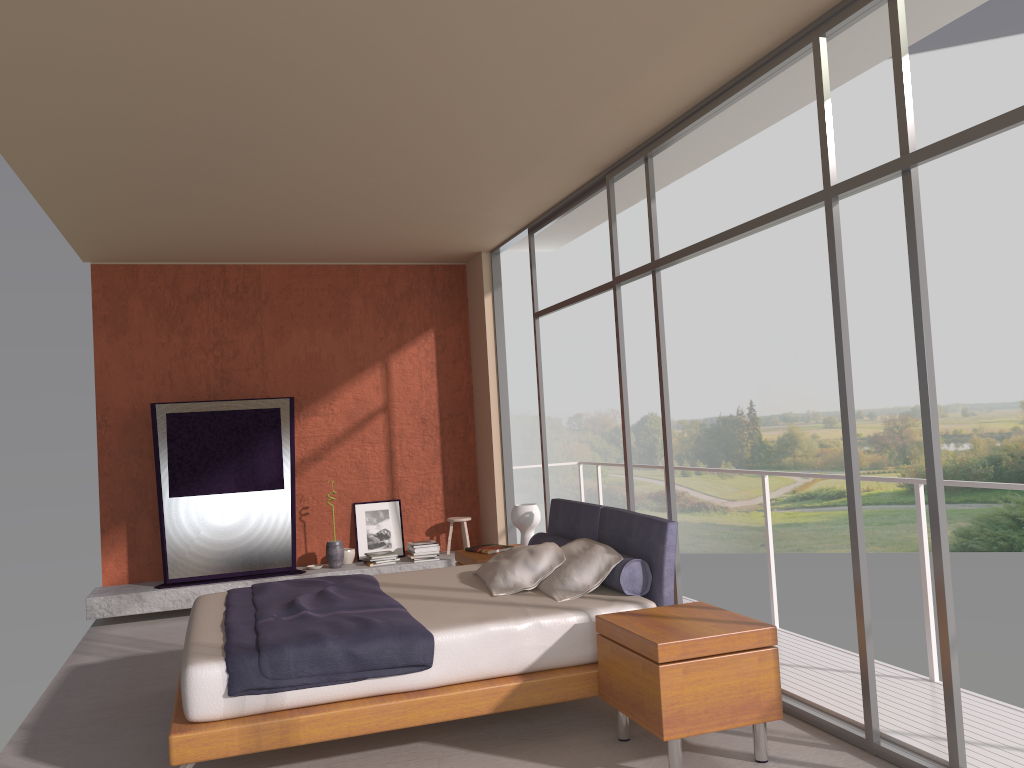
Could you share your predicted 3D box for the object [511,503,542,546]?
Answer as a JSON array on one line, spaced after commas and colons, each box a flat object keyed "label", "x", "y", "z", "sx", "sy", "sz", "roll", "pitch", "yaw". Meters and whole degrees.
[{"label": "object", "x": 0.109, "y": 1.030, "z": 6.329, "sx": 0.224, "sy": 0.338, "sz": 0.224, "roll": -3, "pitch": -3, "yaw": -7}]

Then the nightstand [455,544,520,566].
[{"label": "nightstand", "x": -0.052, "y": 1.496, "z": 6.437, "sx": 0.562, "sy": 0.556, "sz": 0.628, "roll": -2, "pitch": -3, "yaw": -18}]

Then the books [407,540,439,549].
[{"label": "books", "x": -0.839, "y": 1.511, "z": 8.357, "sx": 0.247, "sy": 0.025, "sz": 0.287, "roll": -2, "pitch": -3, "yaw": -19}]

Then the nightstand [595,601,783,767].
[{"label": "nightstand", "x": 0.769, "y": 1.329, "z": 3.933, "sx": 0.562, "sy": 0.556, "sz": 0.628, "roll": -2, "pitch": -3, "yaw": -18}]

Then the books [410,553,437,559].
[{"label": "books", "x": -0.829, "y": 1.601, "z": 8.328, "sx": 0.247, "sy": 0.025, "sz": 0.287, "roll": -3, "pitch": -3, "yaw": -8}]

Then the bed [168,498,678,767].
[{"label": "bed", "x": -0.553, "y": 1.260, "z": 4.915, "sx": 2.462, "sy": 0.959, "sz": 2.017, "roll": -2, "pitch": -3, "yaw": -18}]

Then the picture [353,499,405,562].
[{"label": "picture", "x": -1.278, "y": 1.407, "z": 8.544, "sx": 0.458, "sy": 0.550, "sz": 0.117, "roll": -2, "pitch": -3, "yaw": -18}]

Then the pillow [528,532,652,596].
[{"label": "pillow", "x": 0.421, "y": 1.040, "z": 5.235, "sx": 0.205, "sy": 0.201, "sz": 1.470, "roll": -2, "pitch": -3, "yaw": -18}]

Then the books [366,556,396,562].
[{"label": "books", "x": -1.215, "y": 1.609, "z": 8.243, "sx": 0.247, "sy": 0.025, "sz": 0.287, "roll": -3, "pitch": -3, "yaw": -16}]

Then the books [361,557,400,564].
[{"label": "books", "x": -1.221, "y": 1.632, "z": 8.255, "sx": 0.247, "sy": 0.018, "sz": 0.328, "roll": -2, "pitch": -3, "yaw": -34}]

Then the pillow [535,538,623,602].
[{"label": "pillow", "x": 0.314, "y": 1.021, "z": 4.913, "sx": 0.400, "sy": 0.265, "sz": 0.791, "roll": -3, "pitch": -3, "yaw": -15}]

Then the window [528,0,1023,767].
[{"label": "window", "x": 1.177, "y": 0.057, "z": 4.674, "sx": 0.075, "sy": 3.133, "sz": 6.106, "roll": -2, "pitch": -3, "yaw": -18}]

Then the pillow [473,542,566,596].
[{"label": "pillow", "x": 0.028, "y": 1.061, "z": 5.194, "sx": 0.431, "sy": 0.264, "sz": 0.869, "roll": -3, "pitch": -3, "yaw": -11}]

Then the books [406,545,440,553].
[{"label": "books", "x": -0.835, "y": 1.542, "z": 8.350, "sx": 0.247, "sy": 0.038, "sz": 0.319, "roll": -2, "pitch": -3, "yaw": -21}]

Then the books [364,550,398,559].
[{"label": "books", "x": -1.219, "y": 1.588, "z": 8.249, "sx": 0.247, "sy": 0.018, "sz": 0.328, "roll": -2, "pitch": -3, "yaw": -21}]

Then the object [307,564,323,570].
[{"label": "object", "x": -1.804, "y": 1.685, "z": 8.125, "sx": 0.152, "sy": 0.040, "sz": 0.152, "roll": -4, "pitch": -3, "yaw": 17}]

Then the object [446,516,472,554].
[{"label": "object", "x": -0.491, "y": 1.473, "z": 8.614, "sx": 0.260, "sy": 0.349, "sz": 0.257, "roll": -6, "pitch": -4, "yaw": 41}]

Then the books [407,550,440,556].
[{"label": "books", "x": -0.833, "y": 1.574, "z": 8.348, "sx": 0.247, "sy": 0.027, "sz": 0.328, "roll": -3, "pitch": -3, "yaw": -17}]

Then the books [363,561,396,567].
[{"label": "books", "x": -1.230, "y": 1.655, "z": 8.242, "sx": 0.247, "sy": 0.025, "sz": 0.287, "roll": -2, "pitch": -3, "yaw": -22}]

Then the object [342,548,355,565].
[{"label": "object", "x": -1.563, "y": 1.624, "z": 8.329, "sx": 0.179, "sy": 0.137, "sz": 0.180, "roll": -3, "pitch": -3, "yaw": -6}]

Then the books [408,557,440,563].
[{"label": "books", "x": -0.829, "y": 1.641, "z": 8.345, "sx": 0.247, "sy": 0.018, "sz": 0.328, "roll": -3, "pitch": -3, "yaw": -17}]

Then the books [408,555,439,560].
[{"label": "books", "x": -0.832, "y": 1.623, "z": 8.352, "sx": 0.247, "sy": 0.018, "sz": 0.287, "roll": -2, "pitch": -3, "yaw": -19}]

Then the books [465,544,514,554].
[{"label": "books", "x": -0.163, "y": 1.215, "z": 6.537, "sx": 0.247, "sy": 0.025, "sz": 0.287, "roll": -1, "pitch": -3, "yaw": -38}]

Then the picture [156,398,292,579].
[{"label": "picture", "x": -2.499, "y": 0.897, "z": 7.796, "sx": 1.129, "sy": 1.496, "sz": 0.126, "roll": -2, "pitch": -3, "yaw": -18}]

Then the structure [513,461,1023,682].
[{"label": "structure", "x": 1.556, "y": 1.034, "z": 4.938, "sx": 0.728, "sy": 1.005, "sz": 7.689, "roll": -2, "pitch": -3, "yaw": -18}]

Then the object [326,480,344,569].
[{"label": "object", "x": -1.639, "y": 1.282, "z": 8.147, "sx": 0.165, "sy": 0.810, "sz": 0.165, "roll": -4, "pitch": -3, "yaw": 5}]
